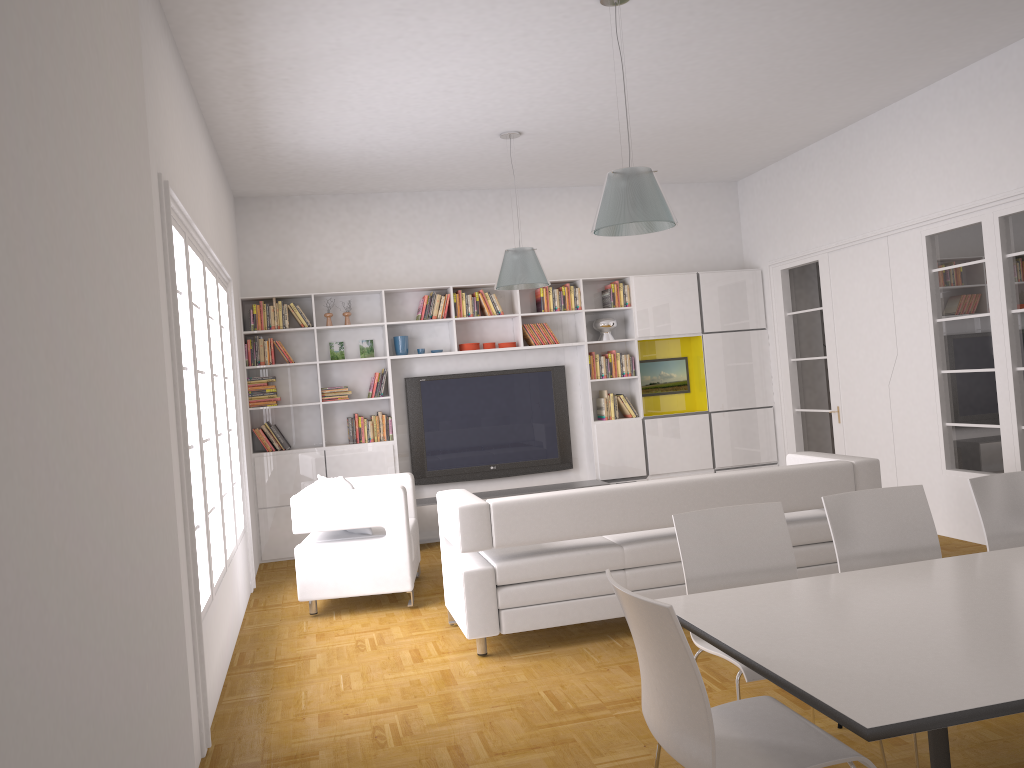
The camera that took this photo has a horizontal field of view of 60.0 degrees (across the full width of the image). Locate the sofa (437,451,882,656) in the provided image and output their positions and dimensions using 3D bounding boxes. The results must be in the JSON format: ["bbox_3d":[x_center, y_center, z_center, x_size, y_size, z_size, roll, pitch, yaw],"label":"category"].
[{"bbox_3d":[0.914,0.978,5.492,2.623,0.849,0.822,-5,0,-13],"label":"sofa"}]

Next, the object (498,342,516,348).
[{"bbox_3d":[-0.048,-0.389,8.961,0.182,0.054,0.182,-5,0,-17],"label":"object"}]

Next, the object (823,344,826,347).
[{"bbox_3d":[3.771,0.172,9.384,0.885,2.005,0.589,-5,-1,8],"label":"object"}]

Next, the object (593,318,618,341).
[{"bbox_3d":[0.973,-0.561,9.215,0.256,0.239,0.257,-5,0,-5],"label":"object"}]

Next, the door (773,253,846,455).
[{"bbox_3d":[2.949,0.003,8.737,0.139,2.455,1.008,-4,-1,-13],"label":"door"}]

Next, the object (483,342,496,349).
[{"bbox_3d":[-0.229,-0.377,8.939,0.129,0.073,0.129,-5,0,-17],"label":"object"}]

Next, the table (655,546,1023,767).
[{"bbox_3d":[1.805,0.992,2.703,2.411,0.722,1.210,-5,0,-13],"label":"table"}]

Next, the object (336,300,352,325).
[{"bbox_3d":[-1.653,-0.689,8.667,0.179,0.260,0.119,-5,-1,8],"label":"object"}]

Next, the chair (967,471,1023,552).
[{"bbox_3d":[2.276,0.849,3.614,0.561,0.931,0.575,-4,-1,-13],"label":"chair"}]

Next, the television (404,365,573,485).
[{"bbox_3d":[-0.224,0.415,9.007,1.660,1.088,0.082,-5,-1,-13],"label":"television"}]

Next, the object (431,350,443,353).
[{"bbox_3d":[-0.746,-0.320,8.807,0.124,0.032,0.123,-5,0,-27],"label":"object"}]

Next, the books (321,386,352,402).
[{"bbox_3d":[-1.702,0.105,8.593,0.284,0.153,0.207,-5,0,-13],"label":"books"}]

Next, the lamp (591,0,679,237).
[{"bbox_3d":[0.599,-1.445,4.716,0.465,1.250,0.464,-4,-1,-14],"label":"lamp"}]

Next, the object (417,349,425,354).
[{"bbox_3d":[-0.899,-0.319,8.772,0.078,0.056,0.078,-5,0,12],"label":"object"}]

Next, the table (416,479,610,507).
[{"bbox_3d":[-0.039,1.259,8.549,1.974,0.435,0.437,-5,0,-13],"label":"table"}]

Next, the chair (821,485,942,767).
[{"bbox_3d":[1.595,0.905,3.457,0.561,0.931,0.575,-4,-1,-13],"label":"chair"}]

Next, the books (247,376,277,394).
[{"bbox_3d":[-2.379,0.012,8.442,0.252,0.153,0.207,-5,0,-13],"label":"books"}]

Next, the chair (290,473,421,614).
[{"bbox_3d":[-1.114,1.093,6.569,0.801,0.911,1.096,-5,0,-3],"label":"chair"}]

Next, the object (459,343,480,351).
[{"bbox_3d":[-0.427,-0.368,8.893,0.211,0.073,0.211,-5,0,-38],"label":"object"}]

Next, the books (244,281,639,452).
[{"bbox_3d":[-0.631,-0.222,8.834,3.863,1.456,0.235,-5,-1,-13],"label":"books"}]

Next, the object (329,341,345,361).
[{"bbox_3d":[-1.718,-0.321,8.708,0.144,0.190,0.051,-5,-1,-13],"label":"object"}]

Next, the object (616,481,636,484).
[{"bbox_3d":[1.182,1.181,8.794,0.211,0.391,0.217,-4,-1,-13],"label":"object"}]

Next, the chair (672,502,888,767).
[{"bbox_3d":[0.953,0.958,3.309,0.561,0.931,0.575,-4,-1,-13],"label":"chair"}]

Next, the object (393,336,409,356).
[{"bbox_3d":[-1.088,-0.372,8.730,0.147,0.192,0.147,-4,-1,-24],"label":"object"}]

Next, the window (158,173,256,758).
[{"bbox_3d":[-1.864,0.371,5.441,0.195,2.529,3.348,-4,0,-13],"label":"window"}]

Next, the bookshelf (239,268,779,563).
[{"bbox_3d":[0.123,0.218,9.027,5.367,2.481,0.389,-5,-1,-13],"label":"bookshelf"}]

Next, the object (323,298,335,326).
[{"bbox_3d":[-1.766,-0.690,8.623,0.120,0.279,0.179,-5,-1,-7],"label":"object"}]

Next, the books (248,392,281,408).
[{"bbox_3d":[-2.352,0.159,8.443,0.284,0.153,0.207,-5,0,-13],"label":"books"}]

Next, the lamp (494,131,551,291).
[{"bbox_3d":[0.034,-1.410,7.193,0.465,1.250,0.464,-4,-1,-14],"label":"lamp"}]

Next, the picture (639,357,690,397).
[{"bbox_3d":[1.609,-0.075,9.481,0.609,0.388,0.007,-5,-1,-13],"label":"picture"}]

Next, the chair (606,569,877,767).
[{"bbox_3d":[0.606,0.990,2.447,0.575,0.931,0.560,-5,-1,-13],"label":"chair"}]

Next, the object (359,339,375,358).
[{"bbox_3d":[-1.437,-0.344,8.773,0.144,0.190,0.051,-5,-1,-13],"label":"object"}]
